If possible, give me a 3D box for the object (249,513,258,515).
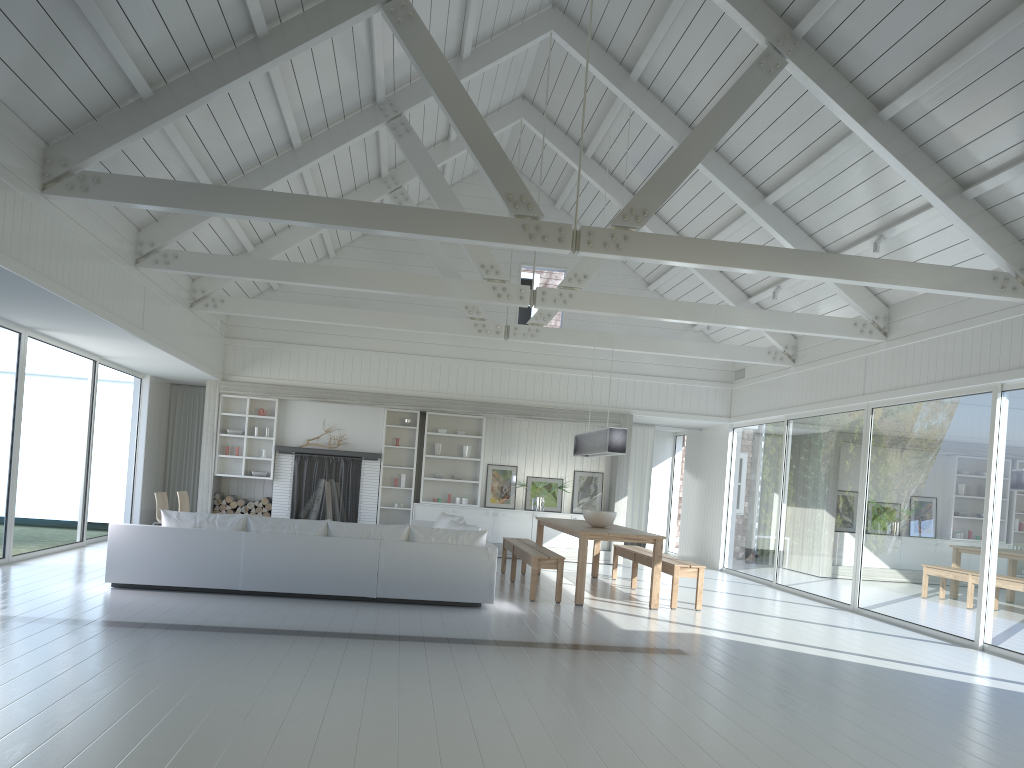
[{"bbox_3d":[-4.021,2.054,13.792,0.108,0.106,0.516,5,-6,-8],"label":"object"}]

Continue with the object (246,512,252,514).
[{"bbox_3d":[-4.118,2.060,13.788,0.134,0.146,0.549,5,-6,-7],"label":"object"}]

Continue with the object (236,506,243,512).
[{"bbox_3d":[-4.221,1.943,13.745,0.080,0.080,0.479,5,-6,-8],"label":"object"}]

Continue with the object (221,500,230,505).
[{"bbox_3d":[-4.444,1.828,13.716,0.080,0.080,0.479,5,-6,-8],"label":"object"}]

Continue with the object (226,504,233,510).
[{"bbox_3d":[-4.371,1.918,13.732,0.080,0.079,0.479,5,-6,-8],"label":"object"}]

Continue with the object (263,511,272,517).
[{"bbox_3d":[-3.815,2.051,13.810,0.110,0.111,0.495,5,-6,-8],"label":"object"}]

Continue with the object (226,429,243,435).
[{"bbox_3d":[-4.274,0.749,13.560,0.243,0.072,0.242,7,-6,-22],"label":"object"}]

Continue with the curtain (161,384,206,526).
[{"bbox_3d":[-5.382,1.196,14.506,0.630,2.369,0.116,4,0,-8],"label":"curtain"}]

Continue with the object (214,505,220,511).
[{"bbox_3d":[-4.548,1.915,13.703,0.080,0.080,0.479,5,-6,-8],"label":"object"}]

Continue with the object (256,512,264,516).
[{"bbox_3d":[-3.920,2.059,13.813,0.134,0.146,0.549,5,-6,-7],"label":"object"}]

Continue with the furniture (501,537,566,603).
[{"bbox_3d":[0.198,2.142,10.357,0.341,0.470,2.688,4,-6,-7],"label":"furniture"}]

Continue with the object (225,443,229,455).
[{"bbox_3d":[-4.372,0.997,13.534,0.054,0.196,0.054,4,-1,-6],"label":"object"}]

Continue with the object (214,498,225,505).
[{"bbox_3d":[-4.542,1.827,13.717,0.109,0.109,0.495,5,-6,-8],"label":"object"}]

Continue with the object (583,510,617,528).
[{"bbox_3d":[0.992,1.540,10.030,0.390,0.185,0.390,6,-5,-16],"label":"object"}]

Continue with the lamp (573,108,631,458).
[{"bbox_3d":[1.158,-1.270,10.401,0.200,4.240,1.907,4,-1,-7],"label":"lamp"}]

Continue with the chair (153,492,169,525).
[{"bbox_3d":[-3.890,1.654,10.173,0.555,0.780,0.596,4,-2,-7],"label":"chair"}]

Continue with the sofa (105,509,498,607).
[{"bbox_3d":[-2.120,1.798,10.064,3.480,0.737,4.146,5,-6,-7],"label":"sofa"}]

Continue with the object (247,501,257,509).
[{"bbox_3d":[-4.052,1.891,13.779,0.109,0.109,0.495,5,-6,-8],"label":"object"}]

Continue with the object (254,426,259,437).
[{"bbox_3d":[-3.936,0.715,13.587,0.054,0.196,0.054,4,-1,-6],"label":"object"}]

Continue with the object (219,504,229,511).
[{"bbox_3d":[-4.464,1.919,13.727,0.109,0.109,0.495,5,-6,-8],"label":"object"}]

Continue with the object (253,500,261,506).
[{"bbox_3d":[-3.969,1.858,13.776,0.086,0.091,0.480,5,-6,-8],"label":"object"}]

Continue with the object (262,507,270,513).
[{"bbox_3d":[-3.834,1.964,13.800,0.080,0.079,0.479,5,-6,-8],"label":"object"}]

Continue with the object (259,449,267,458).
[{"bbox_3d":[-3.824,1.078,13.601,0.137,0.130,0.137,5,-4,-19],"label":"object"}]

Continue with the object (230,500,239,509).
[{"bbox_3d":[-4.307,1.878,13.746,0.109,0.109,0.495,5,-6,-8],"label":"object"}]

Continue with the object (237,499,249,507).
[{"bbox_3d":[-4.202,1.852,13.759,0.109,0.109,0.495,5,-6,-8],"label":"object"}]

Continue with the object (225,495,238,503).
[{"bbox_3d":[-4.371,1.793,13.738,0.110,0.111,0.495,5,-6,-8],"label":"object"}]

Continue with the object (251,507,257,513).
[{"bbox_3d":[-4.011,1.961,13.771,0.080,0.080,0.479,5,-6,-8],"label":"object"}]

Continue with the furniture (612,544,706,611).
[{"bbox_3d":[1.681,2.270,10.544,0.341,0.470,2.688,4,-6,-7],"label":"furniture"}]

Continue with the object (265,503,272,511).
[{"bbox_3d":[-3.783,1.918,13.813,0.109,0.109,0.495,5,-6,-8],"label":"object"}]

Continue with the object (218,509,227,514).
[{"bbox_3d":[-4.458,2.012,13.745,0.134,0.146,0.549,5,-6,-7],"label":"object"}]

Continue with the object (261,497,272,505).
[{"bbox_3d":[-3.841,1.833,13.805,0.110,0.111,0.495,5,-6,-8],"label":"object"}]

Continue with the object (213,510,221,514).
[{"bbox_3d":[-4.558,2.008,13.724,0.108,0.106,0.516,5,-6,-8],"label":"object"}]

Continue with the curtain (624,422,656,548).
[{"bbox_3d":[1.974,1.851,15.578,1.007,2.369,0.116,4,0,-7],"label":"curtain"}]

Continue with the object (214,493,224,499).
[{"bbox_3d":[-4.550,1.735,13.702,0.080,0.080,0.479,5,-6,-8],"label":"object"}]

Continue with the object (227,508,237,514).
[{"bbox_3d":[-4.352,2.004,13.742,0.110,0.111,0.495,5,-6,-8],"label":"object"}]

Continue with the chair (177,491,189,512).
[{"bbox_3d":[-3.932,1.738,10.955,0.555,0.780,0.596,4,-2,-7],"label":"chair"}]

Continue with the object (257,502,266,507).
[{"bbox_3d":[-3.907,1.875,13.784,0.080,0.080,0.479,5,-6,-8],"label":"object"}]

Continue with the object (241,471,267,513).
[{"bbox_3d":[-4.042,1.684,13.742,0.342,0.643,0.612,5,-3,-22],"label":"object"}]

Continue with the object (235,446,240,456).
[{"bbox_3d":[-4.222,1.010,13.553,0.054,0.196,0.054,4,-1,-6],"label":"object"}]

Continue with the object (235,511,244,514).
[{"bbox_3d":[-4.241,2.015,13.764,0.105,0.115,0.518,5,-6,-8],"label":"object"}]

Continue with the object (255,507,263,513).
[{"bbox_3d":[-3.927,1.966,13.795,0.109,0.109,0.495,5,-6,-8],"label":"object"}]
